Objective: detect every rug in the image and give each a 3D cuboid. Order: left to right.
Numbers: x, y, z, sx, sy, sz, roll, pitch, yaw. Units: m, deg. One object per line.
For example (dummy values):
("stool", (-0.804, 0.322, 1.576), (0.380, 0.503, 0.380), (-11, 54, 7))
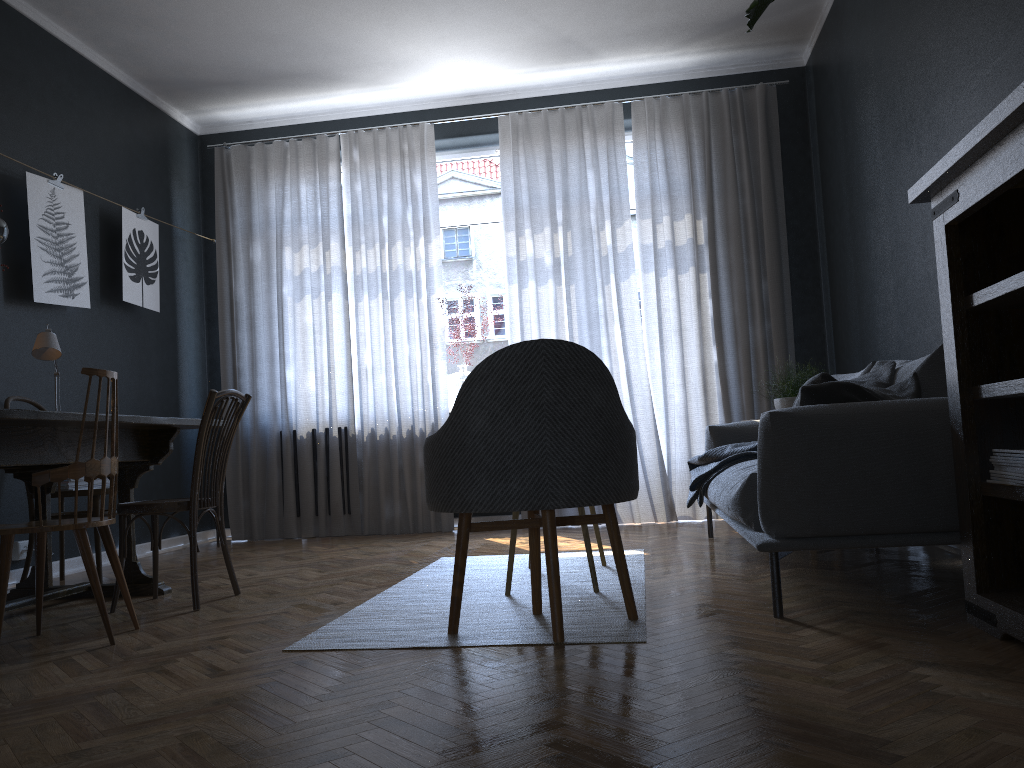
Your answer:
("rug", (0.000, 0.773, 3.371), (1.003, 0.013, 2.013), (-4, -4, 8))

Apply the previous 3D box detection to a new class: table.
("table", (-1.913, 0.507, 3.199), (1.126, 0.727, 1.606), (-4, -4, 8))
("table", (0.174, 0.498, 3.496), (0.339, 0.549, 0.788), (-4, -4, 8))

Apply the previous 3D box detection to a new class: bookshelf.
("bookshelf", (1.208, -0.027, 1.429), (0.451, 1.171, 1.920), (-4, -4, 8))

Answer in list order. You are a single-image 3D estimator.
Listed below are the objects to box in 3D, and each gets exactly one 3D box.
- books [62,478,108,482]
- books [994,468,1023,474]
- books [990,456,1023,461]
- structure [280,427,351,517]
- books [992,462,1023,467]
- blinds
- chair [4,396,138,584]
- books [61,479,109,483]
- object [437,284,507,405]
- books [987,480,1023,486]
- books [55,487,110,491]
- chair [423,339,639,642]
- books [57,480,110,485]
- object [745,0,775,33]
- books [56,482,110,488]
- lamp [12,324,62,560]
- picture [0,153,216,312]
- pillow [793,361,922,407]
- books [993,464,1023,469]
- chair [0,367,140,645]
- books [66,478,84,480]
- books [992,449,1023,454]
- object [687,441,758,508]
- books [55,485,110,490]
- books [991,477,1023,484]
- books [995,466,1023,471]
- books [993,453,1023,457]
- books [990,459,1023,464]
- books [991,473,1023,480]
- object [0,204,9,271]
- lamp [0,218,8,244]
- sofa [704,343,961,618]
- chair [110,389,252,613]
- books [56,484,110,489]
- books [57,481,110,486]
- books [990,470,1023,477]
("books", (-2.082, 0.461, 4.248), (0.218, 0.008, 0.288), (-5, -4, 19))
("books", (1.268, 0.196, 2.036), (0.218, 0.008, 0.288), (-4, -4, 14))
("books", (1.263, 0.166, 2.031), (0.218, 0.008, 0.305), (-4, -4, 12))
("structure", (-0.716, 0.569, 6.094), (1.847, 0.600, 0.216), (-4, -3, 8))
("books", (1.264, 0.180, 2.033), (0.218, 0.008, 0.288), (-4, -4, 12))
("blinds", (-0.095, -0.433, 5.990), (3.993, 2.786, 0.312), (-4, -3, 8))
("chair", (-2.113, 0.500, 4.269), (0.549, 0.920, 0.438), (-4, -3, 6))
("books", (-2.084, 0.466, 4.252), (0.218, 0.006, 0.305), (-5, -4, 20))
("object", (-0.319, -0.254, 6.104), (0.514, 0.809, 0.600), (-2, -4, -18))
("books", (1.265, 0.224, 2.035), (0.218, 0.008, 0.305), (-4, -4, 8))
("books", (-2.078, 0.504, 4.240), (0.218, 0.008, 0.305), (-4, -4, 15))
("chair", (0.088, 0.301, 2.576), (0.645, 0.810, 0.495), (-2, -4, -14))
("books", (-2.086, 0.471, 4.243), (0.218, 0.008, 0.288), (-5, -5, 21))
("object", (0.579, -0.435, 0.260), (1.118, 1.897, 0.764), (-3, -3, 2))
("books", (-2.079, 0.482, 4.240), (0.219, 0.013, 0.305), (-5, -4, 20))
("lamp", (-2.157, 0.293, 4.140), (0.242, 1.068, 0.801), (-1, -4, -37))
("picture", (-2.443, -0.814, 4.210), (0.058, 0.770, 4.461), (-4, -4, 8))
("pillow", (1.132, 0.097, 2.958), (0.442, 0.361, 0.798), (-5, -4, 26))
("books", (1.267, 0.184, 2.028), (0.218, 0.006, 0.305), (-4, -4, 13))
("chair", (-1.433, 0.391, 2.817), (0.384, 0.856, 0.456), (-3, -4, -7))
("books", (-2.080, 0.454, 4.250), (0.218, 0.008, 0.305), (-5, -4, 19))
("books", (1.265, 0.149, 2.029), (0.219, 0.013, 0.305), (-4, -4, 13))
("object", (1.066, 0.394, 4.167), (0.490, 0.329, 0.667), (-4, -4, 13))
("books", (-2.079, 0.497, 4.239), (0.218, 0.007, 0.305), (-5, -4, 20))
("books", (1.265, 0.217, 2.037), (0.218, 0.007, 0.305), (-4, -4, 13))
("books", (1.269, 0.190, 2.036), (0.218, 0.008, 0.288), (-4, -4, 14))
("books", (1.267, 0.158, 2.030), (0.218, 0.008, 0.305), (-4, -4, 13))
("books", (1.261, 0.173, 2.031), (0.218, 0.008, 0.305), (-4, -4, 12))
("books", (1.264, 0.210, 2.036), (0.218, 0.008, 0.305), (-4, -4, 13))
("object", (-2.375, -0.272, 3.530), (0.638, 0.930, 0.557), (-2, -4, -21))
("lamp", (-1.465, -1.388, 3.041), (1.592, 1.573, 0.583), (-6, -5, 39))
("sofa", (1.285, 0.312, 3.556), (0.970, 0.797, 2.342), (-4, -4, 7))
("chair", (-1.284, 0.442, 3.454), (0.467, 0.819, 0.363), (-4, -3, 8))
("books", (-2.079, 0.490, 4.241), (0.218, 0.008, 0.305), (-5, -4, 20))
("books", (-2.085, 0.477, 4.243), (0.218, 0.008, 0.288), (-5, -5, 21))
("books", (1.263, 0.202, 2.038), (0.219, 0.013, 0.305), (-4, -4, 13))
